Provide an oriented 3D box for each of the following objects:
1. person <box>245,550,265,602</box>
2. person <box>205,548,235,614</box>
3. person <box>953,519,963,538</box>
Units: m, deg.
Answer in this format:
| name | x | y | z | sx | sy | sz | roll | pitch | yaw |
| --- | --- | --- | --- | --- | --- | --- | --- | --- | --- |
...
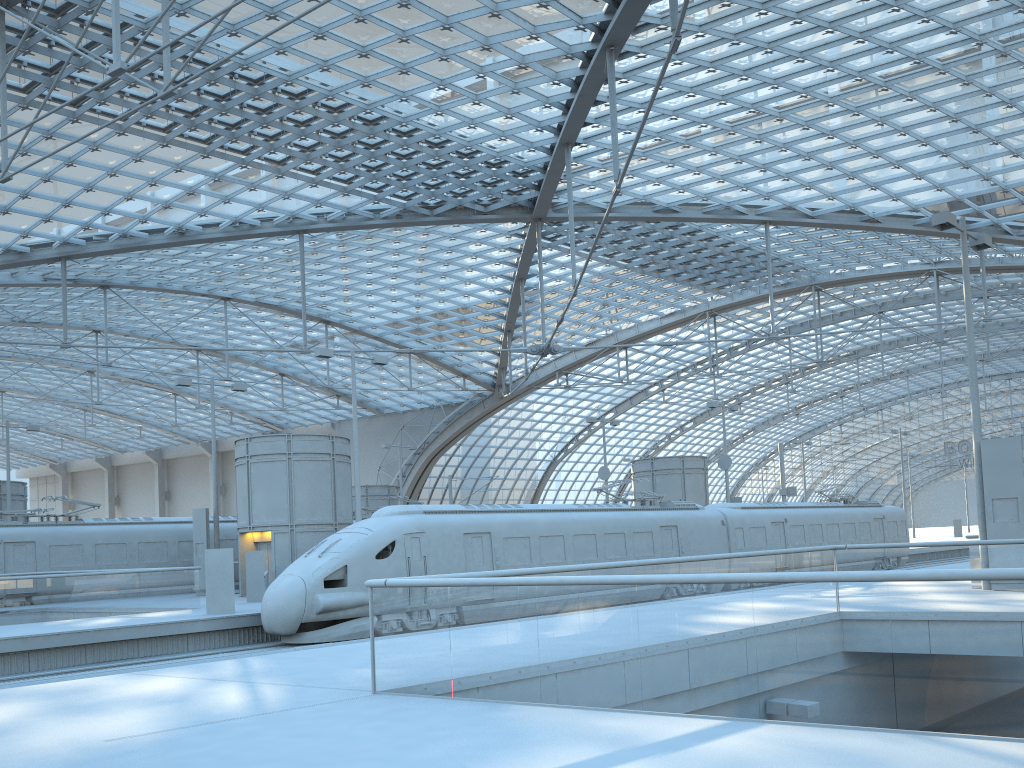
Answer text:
| name | x | y | z | sx | sy | sz | roll | pitch | yaw |
| --- | --- | --- | --- | --- | --- | --- | --- | --- | --- |
| person | -7.867 | 5.924 | 26.951 | 0.713 | 1.603 | 0.001 | -4 | -3 | 24 |
| person | -7.449 | 5.056 | 22.438 | 0.878 | 1.696 | 0.001 | -4 | -3 | 19 |
| person | 38.970 | 12.643 | 76.796 | 0.001 | 1.603 | 0.716 | 0 | -4 | -40 |
